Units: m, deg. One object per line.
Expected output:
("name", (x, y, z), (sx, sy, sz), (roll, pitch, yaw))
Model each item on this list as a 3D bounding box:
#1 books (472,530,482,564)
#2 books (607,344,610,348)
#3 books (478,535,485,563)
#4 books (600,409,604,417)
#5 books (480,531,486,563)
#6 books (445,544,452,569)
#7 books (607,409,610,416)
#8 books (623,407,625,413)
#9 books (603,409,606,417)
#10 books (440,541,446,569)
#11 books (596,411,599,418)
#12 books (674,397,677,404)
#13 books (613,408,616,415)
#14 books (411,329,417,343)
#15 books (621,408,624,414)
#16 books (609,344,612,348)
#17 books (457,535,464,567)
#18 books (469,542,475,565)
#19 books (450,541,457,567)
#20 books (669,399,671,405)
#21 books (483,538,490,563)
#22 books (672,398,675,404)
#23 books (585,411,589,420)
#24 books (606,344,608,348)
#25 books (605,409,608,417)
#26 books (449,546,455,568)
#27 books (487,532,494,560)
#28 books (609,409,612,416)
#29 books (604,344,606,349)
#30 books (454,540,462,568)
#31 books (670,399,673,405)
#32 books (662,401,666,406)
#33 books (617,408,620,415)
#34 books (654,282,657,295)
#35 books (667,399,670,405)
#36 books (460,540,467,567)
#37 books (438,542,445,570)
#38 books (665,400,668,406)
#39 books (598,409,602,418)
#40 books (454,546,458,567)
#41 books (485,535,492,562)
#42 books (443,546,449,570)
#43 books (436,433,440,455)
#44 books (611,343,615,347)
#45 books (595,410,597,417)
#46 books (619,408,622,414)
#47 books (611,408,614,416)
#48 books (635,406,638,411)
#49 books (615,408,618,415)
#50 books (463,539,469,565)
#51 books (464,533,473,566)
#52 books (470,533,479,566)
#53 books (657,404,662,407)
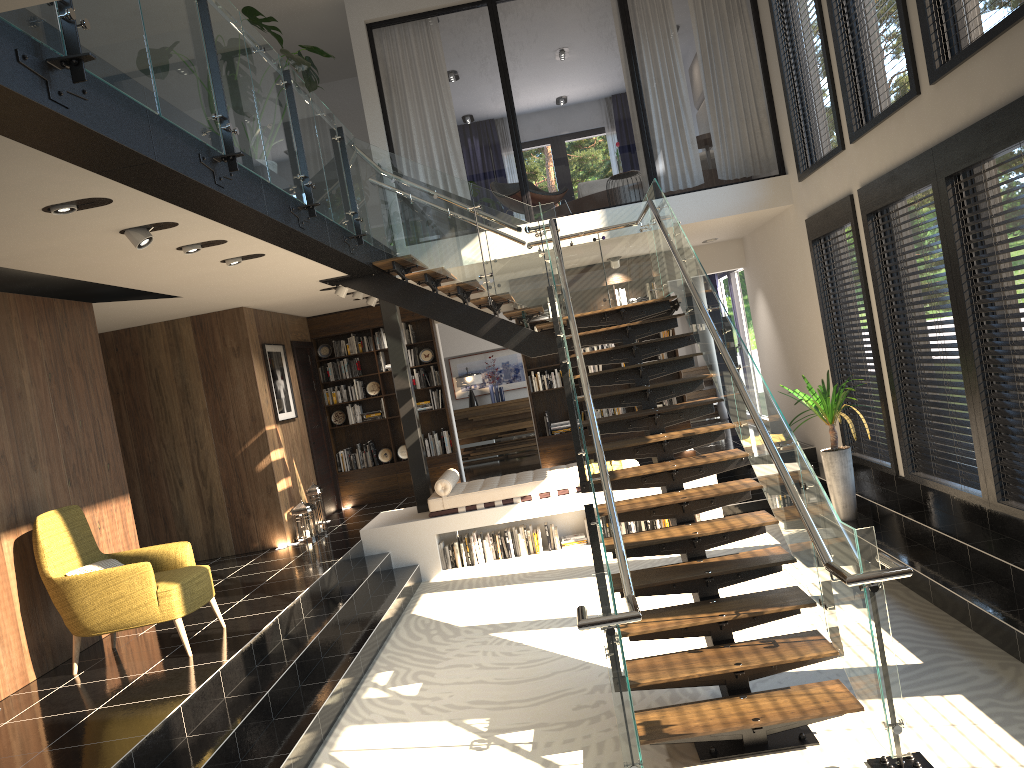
("books", (-0.364, 1.738, 9.464), (0.051, 0.338, 0.187), (-10, 2, 3))
("books", (1.321, -0.503, 12.143), (0.030, 0.208, 0.119), (-10, 2, 3))
("books", (-0.322, 1.759, 9.462), (0.025, 0.283, 0.149), (-10, 2, 3))
("books", (1.236, 0.431, 12.149), (0.032, 0.298, 0.169), (-10, 2, 3))
("books", (-0.302, 1.740, 9.470), (0.021, 0.313, 0.139), (-10, 2, 3))
("books", (-0.672, 1.842, 9.477), (0.027, 0.241, 0.149), (-10, 2, 3))
("books", (1.323, 0.442, 12.128), (0.023, 0.246, 0.148), (-10, 2, 3))
("books", (1.532, 0.374, 12.140), (0.022, 0.307, 0.131), (-10, 2, 3))
("books", (1.267, 0.448, 12.124), (0.025, 0.255, 0.202), (-10, 2, 3))
("books", (-0.724, 1.829, 9.491), (0.024, 0.286, 0.130), (-10, 2, 3))
("books", (1.185, 0.483, 12.145), (0.025, 0.215, 0.170), (-10, 2, 3))
("books", (2.219, 0.269, 12.072), (0.025, 0.274, 0.204), (-10, 2, 3))
("books", (1.406, 0.410, 12.125), (0.028, 0.280, 0.154), (-10, 2, 3))
("books", (-1.360, -0.659, 12.306), (0.022, 0.195, 0.135), (-10, 2, 3))
("books", (1.515, 0.418, 12.132), (0.026, 0.227, 0.129), (-10, 2, 3))
("books", (1.345, -0.513, 12.122), (0.024, 0.220, 0.148), (-10, 2, 3))
("books", (-0.538, 1.781, 9.489), (0.029, 0.314, 0.163), (-10, 2, 3))
("books", (-0.421, 1.799, 9.474), (0.029, 0.237, 0.146), (-10, 2, 3))
("books", (-0.615, 1.824, 9.504), (0.030, 0.256, 0.145), (-10, 2, 3))
("books", (2.153, 0.284, 12.094), (0.023, 0.267, 0.147), (-10, 2, 3))
("books", (-0.271, 1.771, 9.467), (0.029, 0.240, 0.165), (-10, 2, 3))
("books", (2.198, 0.283, 12.080), (0.023, 0.254, 0.191), (-10, 2, 3))
("books", (1.039, 0.484, 12.173), (0.026, 0.263, 0.156), (-10, 2, 3))
("books", (1.295, -0.487, 12.118), (0.024, 0.187, 0.148), (-10, 2, 3))
("books", (1.291, 0.418, 12.141), (0.032, 0.306, 0.155), (-10, 2, 3))
("books", (-0.640, 1.851, 9.504), (0.029, 0.211, 0.130), (-10, 2, 3))
("books", (-0.229, 1.735, 9.500), (0.020, 0.296, 0.102), (-10, 2, 3))
("books", (1.350, 0.433, 12.133), (0.034, 0.255, 0.194), (-10, 2, 3))
("books", (1.270, -0.479, 12.110), (0.027, 0.179, 0.164), (-10, 1, 3))
("books", (-0.567, 1.808, 9.464), (0.035, 0.273, 0.200), (-10, 2, 3))
("books", (2.178, 0.296, 12.090), (0.022, 0.234, 0.178), (-10, 2, 3))
("books", (2.075, 0.308, 12.086), (0.026, 0.247, 0.149), (-10, 2, 3))
("books", (1.460, 0.416, 12.115), (0.028, 0.250, 0.161), (-10, 2, 3))
("books", (1.944, -1.263, 12.052), (0.028, 0.227, 0.165), (-10, 2, 3))
("books", (2.124, 0.267, 12.085), (0.027, 0.311, 0.148), (-10, 2, 3))
("books", (-0.507, 1.807, 9.452), (0.027, 0.254, 0.204), (-10, 2, 3))
("books", (-0.746, 1.840, 9.508), (0.025, 0.270, 0.156), (-10, 2, 3))
("books", (2.095, 0.265, 12.084), (0.030, 0.326, 0.194), (-10, 2, 3))
("books", (1.207, 0.445, 12.153), (0.031, 0.280, 0.141), (-10, 2, 3))
("books", (-0.588, 1.835, 9.497), (0.020, 0.225, 0.156), (-10, 2, 3))
("books", (-0.248, 1.751, 9.478), (0.021, 0.271, 0.148), (-10, 2, 3))
("books", (-0.696, 1.853, 9.476), (0.024, 0.229, 0.171), (-10, 2, 3))
("books", (-1.019, 0.829, 12.311), (0.011, 0.300, 0.153), (-10, 2, 3))
("books", (1.380, -0.519, 12.122), (0.046, 0.219, 0.145), (-10, 2, 3))
("books", (1.151, 0.458, 12.134), (0.030, 0.276, 0.160), (-10, 2, 3))
("books", (1.490, 0.425, 12.134), (0.026, 0.221, 0.145), (-10, 2, 3))
("books", (1.381, 0.430, 12.133), (0.029, 0.250, 0.142), (-10, 2, 3))
("books", (1.704, 0.365, 12.124), (0.024, 0.264, 0.174), (-10, 2, 3))
("books", (1.431, 0.399, 12.129), (0.025, 0.294, 0.177), (-10, 2, 3))
("books", (-0.481, 1.789, 9.482), (0.028, 0.279, 0.120), (-10, 2, 3))
("books", (-0.458, 1.763, 9.452), (0.030, 0.322, 0.202), (-10, 2, 3))
("books", (-0.401, 1.759, 9.446), (0.028, 0.309, 0.211), (-10, 2, 3))
("books", (1.911, 0.314, 12.100), (0.288, 0.030, 0.175), (-10, 1, 8))
